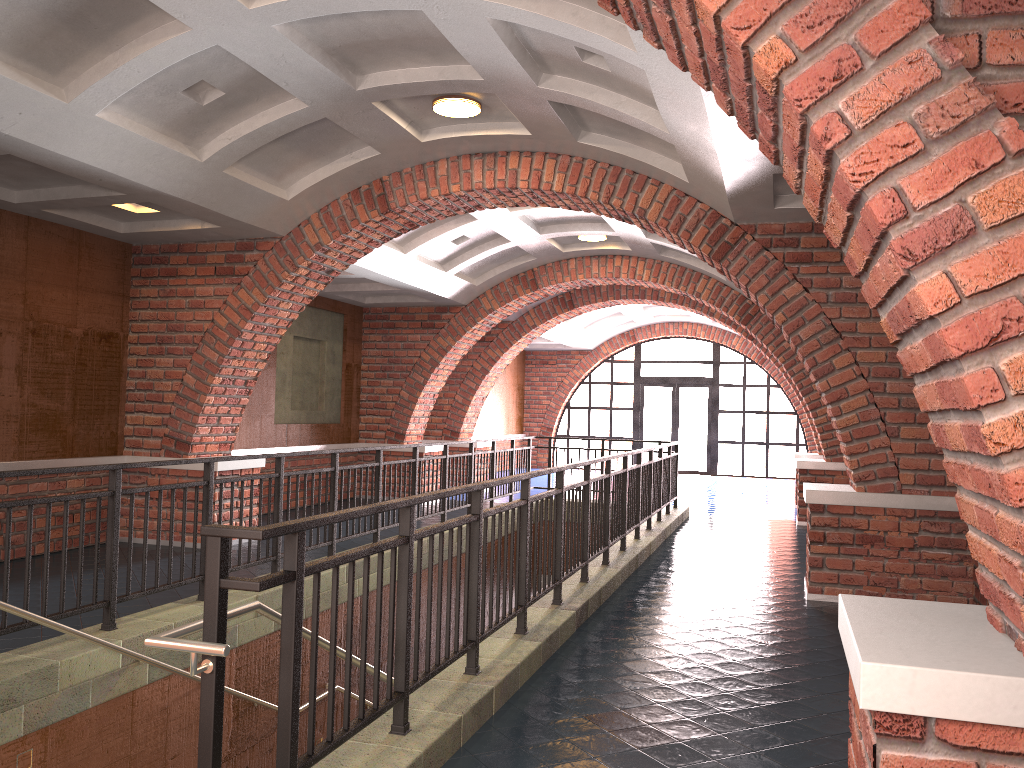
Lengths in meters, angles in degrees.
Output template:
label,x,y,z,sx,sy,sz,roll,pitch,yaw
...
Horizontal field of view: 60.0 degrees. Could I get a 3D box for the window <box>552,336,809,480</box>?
label,x,y,z,sx,sy,sz,roll,pitch,yaw
window,4.104,0.534,21.948,6.353,3.471,0.100,1,-2,17

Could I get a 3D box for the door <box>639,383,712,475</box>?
label,x,y,z,sx,sy,sz,roll,pitch,yaw
door,4.039,1.101,21.950,1.754,2.236,0.040,1,-2,17

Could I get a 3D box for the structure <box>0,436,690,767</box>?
label,x,y,z,sx,sy,sz,roll,pitch,yaw
structure,-0.237,3.436,7.944,2.464,5.665,11.176,1,-2,17
